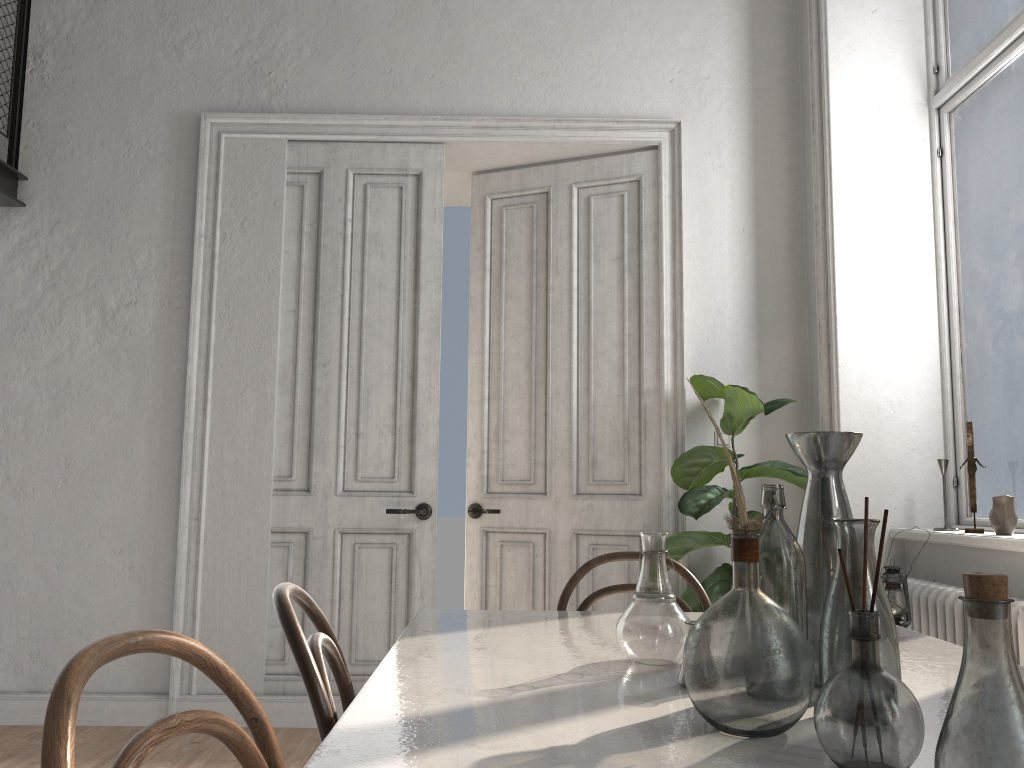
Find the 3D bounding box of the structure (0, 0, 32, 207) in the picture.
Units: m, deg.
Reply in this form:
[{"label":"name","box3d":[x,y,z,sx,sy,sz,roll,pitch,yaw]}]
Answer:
[{"label":"structure","box3d":[-4.428,-1.872,1.467,4.158,1.212,5.933,1,-7,-1]}]

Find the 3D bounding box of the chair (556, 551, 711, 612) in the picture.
[{"label":"chair","box3d":[0.296,0.868,2.043,0.438,0.919,0.550,0,-7,8]}]

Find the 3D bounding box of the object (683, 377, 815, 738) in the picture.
[{"label":"object","box3d":[0.291,0.201,1.107,0.157,0.445,0.157,-1,-7,17]}]

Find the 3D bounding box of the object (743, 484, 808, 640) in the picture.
[{"label":"object","box3d":[0.377,0.295,1.269,0.086,0.301,0.086,2,-7,-15]}]

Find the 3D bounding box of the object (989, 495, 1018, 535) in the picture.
[{"label":"object","box3d":[1.768,0.472,3.193,0.102,0.142,0.100,4,-8,-26]}]

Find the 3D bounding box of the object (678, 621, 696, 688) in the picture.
[{"label":"object","box3d":[0.279,0.407,1.334,0.058,0.094,0.058,-3,-8,27]}]

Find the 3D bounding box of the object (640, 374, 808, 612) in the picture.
[{"label":"object","box3d":[0.760,0.315,1.316,0.792,1.840,5.833,0,-7,5]}]

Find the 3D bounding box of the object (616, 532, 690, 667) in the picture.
[{"label":"object","box3d":[0.245,0.368,1.529,0.132,0.219,0.132,2,-7,-11]}]

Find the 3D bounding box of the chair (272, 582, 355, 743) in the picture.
[{"label":"chair","box3d":[-0.107,0.778,1.380,0.549,0.919,0.438,1,-7,-5]}]

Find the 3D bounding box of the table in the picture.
[{"label":"table","box3d":[0.328,0.813,1.066,1.100,0.779,2.202,1,-7,-1]}]

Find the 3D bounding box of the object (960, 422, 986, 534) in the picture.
[{"label":"object","box3d":[1.771,0.357,3.401,0.087,0.424,0.348,-4,-8,32]}]

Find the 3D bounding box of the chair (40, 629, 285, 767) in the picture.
[{"label":"chair","box3d":[-0.136,0.704,0.799,0.549,0.919,0.438,-1,-7,10]}]

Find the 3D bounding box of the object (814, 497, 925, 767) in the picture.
[{"label":"object","box3d":[0.370,0.261,0.931,0.107,0.283,0.107,1,-7,-6]}]

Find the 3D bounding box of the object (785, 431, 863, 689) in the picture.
[{"label":"object","box3d":[0.488,0.268,1.373,0.116,0.382,0.116,-1,-7,11]}]

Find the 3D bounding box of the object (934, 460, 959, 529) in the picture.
[{"label":"object","box3d":[1.804,0.464,3.698,0.095,0.288,0.095,-3,-8,31]}]

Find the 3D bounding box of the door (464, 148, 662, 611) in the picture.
[{"label":"door","box3d":[0.260,0.222,4.481,1.097,2.811,0.216,-2,-7,24]}]

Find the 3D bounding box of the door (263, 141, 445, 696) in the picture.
[{"label":"door","box3d":[-0.901,0.186,4.305,1.097,2.811,0.216,1,-7,1]}]

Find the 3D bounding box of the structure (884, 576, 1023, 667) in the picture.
[{"label":"structure","box3d":[1.589,-0.995,1.351,0.340,4.469,5.187,1,-7,0]}]

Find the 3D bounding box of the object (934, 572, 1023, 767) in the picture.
[{"label":"object","box3d":[0.447,0.284,0.827,0.101,0.211,0.101,-5,-9,38]}]

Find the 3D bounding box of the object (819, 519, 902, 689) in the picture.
[{"label":"object","box3d":[0.450,0.305,1.155,0.100,0.254,0.098,4,-7,-24]}]

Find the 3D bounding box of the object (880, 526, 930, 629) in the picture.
[{"label":"object","box3d":[1.266,0.657,2.905,0.154,0.383,0.163,4,-8,-27]}]

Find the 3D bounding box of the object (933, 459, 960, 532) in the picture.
[{"label":"object","box3d":[1.748,0.448,3.581,0.095,0.288,0.095,-2,-7,22]}]

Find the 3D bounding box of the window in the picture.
[{"label":"window","box3d":[1.980,-0.938,3.149,0.013,2.840,1.624,1,-7,-1]}]
